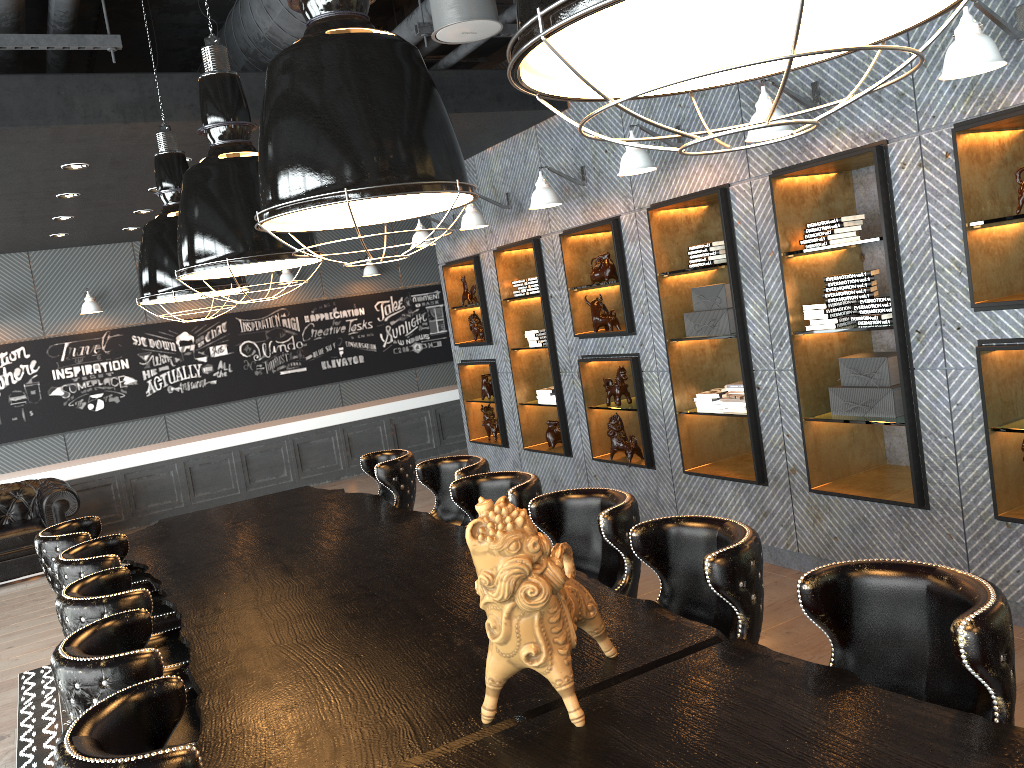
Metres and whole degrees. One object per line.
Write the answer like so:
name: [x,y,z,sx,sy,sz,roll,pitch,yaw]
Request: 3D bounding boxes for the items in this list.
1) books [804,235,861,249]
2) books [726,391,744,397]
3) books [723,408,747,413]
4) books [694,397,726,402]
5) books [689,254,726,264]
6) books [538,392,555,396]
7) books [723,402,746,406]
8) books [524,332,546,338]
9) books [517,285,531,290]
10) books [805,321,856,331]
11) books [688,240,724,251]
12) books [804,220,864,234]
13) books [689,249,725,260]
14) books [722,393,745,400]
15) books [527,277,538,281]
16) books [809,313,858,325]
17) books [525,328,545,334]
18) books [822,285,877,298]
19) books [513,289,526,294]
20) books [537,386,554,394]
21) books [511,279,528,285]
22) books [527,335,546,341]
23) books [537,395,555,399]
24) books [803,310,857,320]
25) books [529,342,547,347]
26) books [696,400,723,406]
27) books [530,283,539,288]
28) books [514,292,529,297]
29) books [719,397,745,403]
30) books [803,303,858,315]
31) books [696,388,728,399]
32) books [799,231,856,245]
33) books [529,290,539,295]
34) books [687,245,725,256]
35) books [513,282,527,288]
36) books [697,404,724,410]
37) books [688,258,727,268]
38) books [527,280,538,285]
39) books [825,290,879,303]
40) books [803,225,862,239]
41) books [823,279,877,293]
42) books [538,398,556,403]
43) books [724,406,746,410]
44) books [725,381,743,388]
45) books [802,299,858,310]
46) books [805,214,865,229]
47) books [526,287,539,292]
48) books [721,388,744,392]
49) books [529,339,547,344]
books: [1.753,-0.773,4.852,0.193,0.028,0.245,-10,5,-12]
books: [1.491,0.044,5.619,0.244,0.023,0.247,-14,7,-43]
books: [1.474,0.154,5.614,0.167,0.023,0.228,-12,6,-28]
books: [1.363,0.084,5.926,0.243,0.024,0.175,-12,6,-29]
books: [1.281,-0.807,5.703,0.193,0.028,0.245,-10,5,-17]
books: [0.368,0.072,7.723,0.243,0.024,0.175,-13,7,-37]
books: [1.469,0.112,5.622,0.202,0.022,0.228,-11,6,-25]
books: [0.259,-0.435,7.650,0.246,0.028,0.193,-11,6,-25]
books: [0.181,-0.858,7.786,0.194,0.028,0.245,-11,6,-21]
books: [1.778,-0.331,4.908,0.246,0.028,0.193,-12,6,-35]
books: [1.282,-0.892,5.692,0.194,0.028,0.245,-11,6,-25]
books: [1.763,-0.862,4.864,0.194,0.028,0.245,-13,6,-36]
books: [1.292,-0.837,5.694,0.194,0.028,0.245,-13,7,-37]
books: [1.465,0.070,5.624,0.197,0.023,0.248,-10,5,-12]
books: [0.279,-0.905,7.510,0.245,0.028,0.194,-5,6,34]
books: [1.793,-0.359,4.870,0.246,0.028,0.193,-12,6,-29]
books: [0.265,-0.465,7.653,0.246,0.028,0.193,-12,6,-35]
books: [1.824,-0.498,4.783,0.245,0.028,0.194,-5,6,34]
books: [0.133,-0.821,7.782,0.193,0.028,0.245,-10,5,-16]
books: [0.351,0.049,7.707,0.179,0.029,0.225,-4,7,45]
books: [0.139,-0.906,7.761,0.194,0.028,0.245,-12,6,-31]
books: [0.283,-0.409,7.640,0.246,0.028,0.193,-12,6,-28]
books: [0.353,0.099,7.713,0.166,0.024,0.227,-13,7,-42]
books: [1.780,-0.390,4.921,0.246,0.028,0.193,-11,6,-22]
books: [0.300,-0.355,7.649,0.246,0.028,0.193,-12,6,-32]
books: [1.357,0.111,5.898,0.227,0.024,0.166,-6,6,30]
books: [0.310,-0.856,7.548,0.245,0.028,0.194,-4,7,43]
books: [0.155,-0.795,7.771,0.194,0.028,0.245,-11,6,-24]
books: [1.462,0.093,5.615,0.205,0.019,0.264,-12,6,-29]
books: [1.763,-0.412,4.877,0.245,0.028,0.193,-10,5,-15]
books: [1.360,0.061,5.883,0.225,0.029,0.179,-14,7,-43]
books: [1.735,-0.801,4.874,0.193,0.028,0.245,-10,5,-17]
books: [0.295,-0.794,7.520,0.245,0.028,0.194,-4,7,41]
books: [1.284,-0.868,5.739,0.194,0.028,0.245,-11,6,-22]
books: [0.143,-0.879,7.764,0.194,0.028,0.245,-11,6,-23]
books: [1.376,0.138,5.891,0.243,0.034,0.180,-4,7,41]
books: [1.290,-0.781,5.718,0.194,0.028,0.245,-12,6,-28]
books: [0.282,-0.877,7.513,0.245,0.028,0.194,-4,7,42]
books: [1.837,-0.472,4.787,0.245,0.028,0.194,-6,6,31]
books: [1.757,-0.832,4.864,0.194,0.028,0.245,-11,6,-20]
books: [1.838,-0.532,4.815,0.245,0.028,0.194,-6,6,32]
books: [0.372,0.126,7.706,0.243,0.034,0.180,-6,6,31]
books: [1.473,0.133,5.622,0.159,0.021,0.224,-11,5,-19]
books: [1.478,0.002,5.622,0.185,0.024,0.212,-12,6,-34]
books: [1.767,-0.443,4.902,0.246,0.028,0.193,-11,6,-21]
books: [1.771,-0.891,4.859,0.194,0.028,0.245,-12,6,-28]
books: [0.269,-0.819,7.522,0.194,0.028,0.245,-13,7,-41]
books: [1.464,0.027,5.609,0.197,0.020,0.206,-11,6,-26]
books: [0.287,-0.377,7.597,0.245,0.028,0.193,-11,5,-19]
